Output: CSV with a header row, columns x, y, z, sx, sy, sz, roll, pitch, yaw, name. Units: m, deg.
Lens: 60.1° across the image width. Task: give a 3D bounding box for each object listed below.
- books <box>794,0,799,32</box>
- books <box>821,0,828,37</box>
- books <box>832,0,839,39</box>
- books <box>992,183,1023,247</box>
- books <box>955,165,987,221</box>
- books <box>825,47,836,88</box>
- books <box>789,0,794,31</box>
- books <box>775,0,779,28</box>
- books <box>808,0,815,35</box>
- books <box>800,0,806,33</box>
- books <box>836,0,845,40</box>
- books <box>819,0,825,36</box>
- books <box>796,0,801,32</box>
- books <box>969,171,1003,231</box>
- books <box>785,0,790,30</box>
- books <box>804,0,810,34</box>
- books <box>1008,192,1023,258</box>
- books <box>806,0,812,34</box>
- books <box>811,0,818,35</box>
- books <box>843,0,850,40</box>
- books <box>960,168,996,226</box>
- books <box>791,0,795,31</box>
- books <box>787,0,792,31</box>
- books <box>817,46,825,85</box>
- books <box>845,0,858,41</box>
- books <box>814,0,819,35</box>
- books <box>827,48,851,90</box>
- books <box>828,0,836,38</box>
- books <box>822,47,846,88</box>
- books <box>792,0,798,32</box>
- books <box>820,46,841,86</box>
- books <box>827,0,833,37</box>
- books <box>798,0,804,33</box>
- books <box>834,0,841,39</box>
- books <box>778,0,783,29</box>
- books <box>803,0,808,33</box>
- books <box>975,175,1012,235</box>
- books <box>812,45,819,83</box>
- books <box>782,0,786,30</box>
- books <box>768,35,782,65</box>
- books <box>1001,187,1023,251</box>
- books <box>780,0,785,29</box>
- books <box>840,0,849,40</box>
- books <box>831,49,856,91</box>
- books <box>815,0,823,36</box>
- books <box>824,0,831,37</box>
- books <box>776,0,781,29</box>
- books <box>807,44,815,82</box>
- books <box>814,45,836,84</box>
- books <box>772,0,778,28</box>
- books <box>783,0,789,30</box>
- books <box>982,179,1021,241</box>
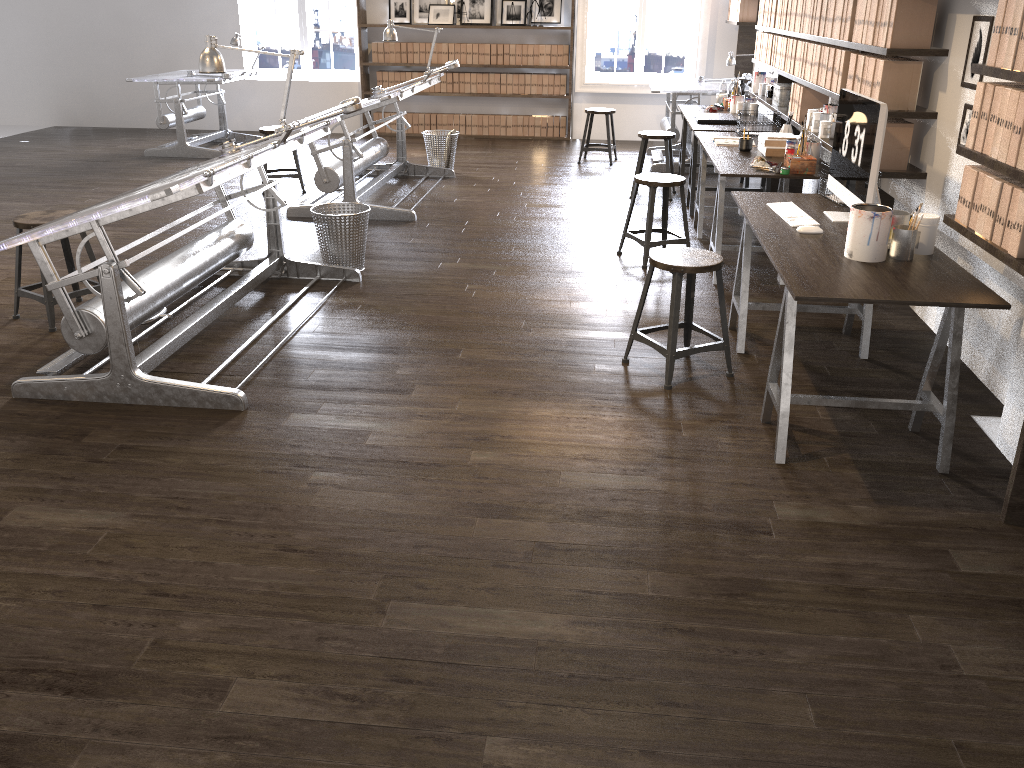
x,y,z,sx,sy,sz,roll,pitch,yaw,name
2.023,-2.498,6.015,0.174,0.221,0.068,3,22,6,books
1.929,-2.156,5.226,0.174,0.222,0.068,3,22,6,books
1.902,-2.045,4.970,0.174,0.221,0.068,3,22,6,books
1.621,-0.510,2.775,0.174,0.222,0.068,3,22,6,books
1.658,-0.644,3.085,0.174,0.222,0.068,3,22,6,books
1.902,-1.805,5.067,0.174,0.222,0.068,3,22,6,books
2.047,-2.580,6.205,0.174,0.222,0.068,3,22,6,books
2.105,-2.807,6.730,0.174,0.222,0.068,3,22,6,books
1.966,-2.301,5.560,0.174,0.222,0.068,3,22,6,books
2.002,-2.415,5.824,0.174,0.222,0.068,3,22,6,books
1.885,-1.993,4.850,0.174,0.222,0.068,3,22,6,books
1.942,-2.184,5.292,0.174,0.222,0.068,3,22,6,books
2.015,-2.472,5.957,0.174,0.221,0.068,3,22,6,books
1.642,-0.590,2.961,0.174,0.221,0.068,3,22,6,books
2.062,-2.637,6.337,0.174,0.222,0.068,3,22,6,books
1.985,-2.359,5.694,0.174,0.222,0.068,3,22,6,books
1.602,-0.456,2.650,0.174,0.222,0.068,3,22,6,books
1.974,-2.330,5.627,0.174,0.222,0.068,3,22,6,books
1.963,-2.275,5.501,0.174,0.221,0.068,3,22,6,books
1.876,-1.936,4.719,0.174,0.222,0.068,3,22,6,books
1.645,-0.617,3.023,0.174,0.222,0.068,3,22,6,books
2.039,-2.551,6.140,0.174,0.222,0.068,3,22,6,books
2.050,-2.609,6.272,0.174,0.222,0.068,3,22,6,books
1.925,-1.891,5.265,0.174,0.222,0.068,3,22,6,books
1.862,-1.910,4.659,0.174,0.222,0.068,3,22,6,books
1.958,-2.244,5.430,0.174,0.221,0.068,3,22,6,books
1.889,-1.775,4.998,0.174,0.222,0.068,3,22,6,books
1.905,-2.072,5.032,0.174,0.222,0.068,3,22,6,books
1.905,-1.834,5.134,0.174,0.222,0.068,3,22,6,books
2.026,-2.525,6.078,0.174,0.222,0.068,3,22,6,books
1.917,-1.862,5.199,0.174,0.222,0.068,3,22,6,books
1.918,-2.099,5.094,0.174,0.222,0.068,3,22,6,books
2.005,-2.443,5.890,0.174,0.222,0.068,3,22,6,books
1.894,-2.019,4.911,0.174,0.221,0.068,3,22,6,books
2.086,-2.749,6.596,0.174,0.222,0.068,3,22,6,books
1.996,-2.387,5.759,0.174,0.222,0.068,3,22,6,books
1.634,-0.565,2.902,0.174,0.221,0.068,3,22,6,books
1.938,-1.945,5.390,0.174,0.221,0.068,3,22,6,books
2.078,-2.697,6.476,0.174,0.221,0.068,3,22,6,books
2.113,-2.615,6.938,0.174,0.222,0.068,3,22,6,books
1.616,-0.482,2.710,0.174,0.222,0.068,3,22,6,books
2.083,-2.724,6.537,0.174,0.221,0.068,3,22,6,books
1.881,-1.964,4.784,0.174,0.222,0.068,3,22,6,books
1.886,-1.745,4.929,0.174,0.221,0.068,3,22,6,books
1.944,-2.215,5.362,0.174,0.222,0.068,3,22,6,books
1.926,-2.127,5.160,0.174,0.222,0.068,3,22,6,books
2.093,-2.778,6.663,0.174,0.222,0.068,3,22,6,books
1.949,-1.999,5.516,0.174,0.222,0.068,3,22,6,books
1.926,-1.918,5.328,0.174,0.222,0.068,3,22,6,books
2.114,-2.861,6.838,0.174,0.222,0.068,3,22,6,books
2.065,-2.668,6.407,0.174,0.222,0.068,3,22,6,books
1.625,-0.538,2.841,0.174,0.222,0.068,3,22,6,books
